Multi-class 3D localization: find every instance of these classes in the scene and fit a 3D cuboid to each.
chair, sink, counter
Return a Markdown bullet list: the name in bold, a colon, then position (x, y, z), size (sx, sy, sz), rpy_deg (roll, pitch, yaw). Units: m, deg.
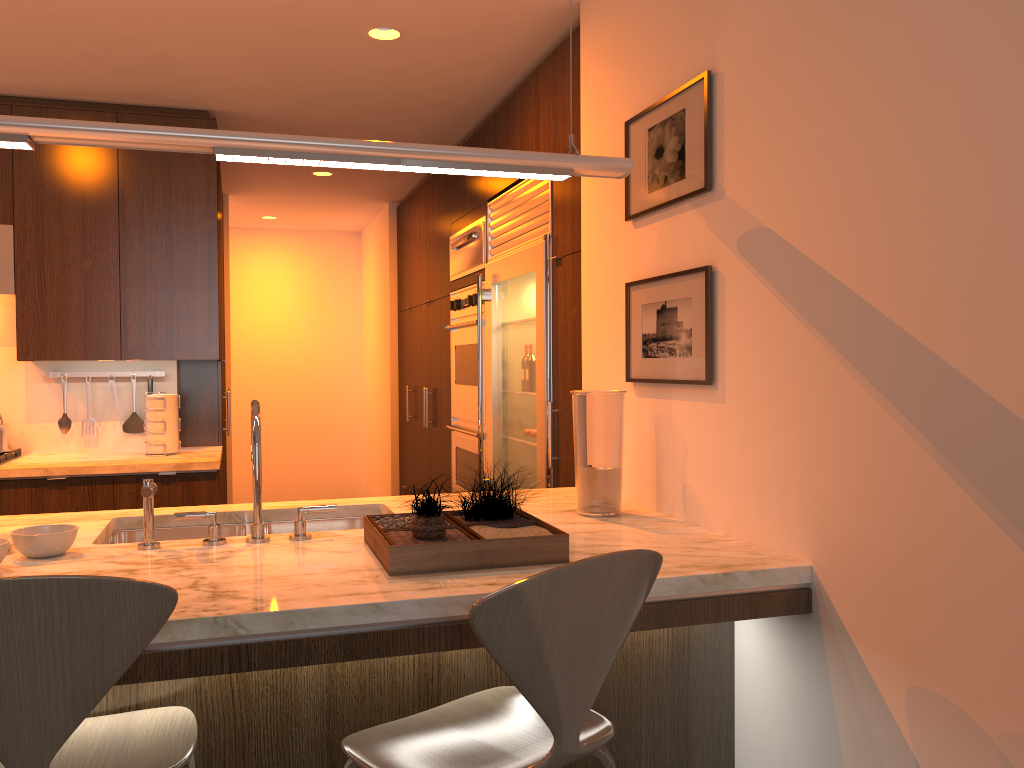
- **chair**: position (-0.022, 0.782, 1.556), size (0.520, 1.047, 0.506), rpy_deg (-1, 2, -42)
- **sink**: position (-0.701, 0.502, 2.431), size (0.813, 0.176, 0.457), rpy_deg (-1, 1, -17)
- **counter**: position (-0.855, 0.404, 2.070), size (2.711, 0.038, 1.280), rpy_deg (-1, 1, -17)
- **counter**: position (-3.020, 0.390, 3.380), size (3.616, 0.038, 3.187), rpy_deg (-1, 1, -17)
- **chair**: position (-0.768, 0.789, 1.487), size (0.520, 1.047, 0.506), rpy_deg (-1, 1, -17)

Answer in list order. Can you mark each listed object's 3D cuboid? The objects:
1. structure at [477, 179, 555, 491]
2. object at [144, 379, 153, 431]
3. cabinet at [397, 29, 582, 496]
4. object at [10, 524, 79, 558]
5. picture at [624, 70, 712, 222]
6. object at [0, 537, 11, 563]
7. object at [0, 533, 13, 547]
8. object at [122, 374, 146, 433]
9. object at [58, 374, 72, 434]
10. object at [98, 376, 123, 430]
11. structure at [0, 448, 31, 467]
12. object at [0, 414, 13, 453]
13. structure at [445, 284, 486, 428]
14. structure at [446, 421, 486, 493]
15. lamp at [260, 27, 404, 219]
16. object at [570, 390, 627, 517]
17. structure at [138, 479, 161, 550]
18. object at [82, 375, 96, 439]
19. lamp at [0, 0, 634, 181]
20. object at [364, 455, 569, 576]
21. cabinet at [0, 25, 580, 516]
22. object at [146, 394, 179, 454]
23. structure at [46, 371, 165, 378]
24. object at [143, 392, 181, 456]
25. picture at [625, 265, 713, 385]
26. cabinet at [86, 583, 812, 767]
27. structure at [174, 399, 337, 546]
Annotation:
- **structure**: position (0.282, 0.186, 4.011), size (0.687, 2.129, 0.915), rpy_deg (-1, 1, -17)
- **object**: position (-1.830, 0.114, 4.489), size (0.063, 0.281, 0.063), rpy_deg (-1, 2, -40)
- **cabinet**: position (-0.008, -0.041, 5.064), size (0.690, 2.540, 3.924), rpy_deg (-1, 1, -17)
- **object**: position (-1.056, 0.358, 2.006), size (0.139, 0.059, 0.138), rpy_deg (0, 1, 8)
- **picture**: position (0.419, -0.637, 2.447), size (0.012, 0.298, 0.493), rpy_deg (-1, 1, -17)
- **object**: position (-1.125, 0.362, 1.850), size (0.139, 0.059, 0.138), rpy_deg (0, 1, 8)
- **object**: position (-1.304, 0.379, 2.025), size (0.310, 0.021, 0.309), rpy_deg (-1, 1, -17)
- **object**: position (-1.909, 0.100, 4.481), size (0.112, 0.303, 0.036), rpy_deg (-1, 1, -17)
- **object**: position (-2.205, 0.100, 4.370), size (0.061, 0.296, 0.020), rpy_deg (-1, 1, -19)
- **object**: position (-2.009, 0.094, 4.433), size (0.114, 0.271, 0.008), rpy_deg (-1, 1, -17)
- **structure**: position (-2.794, 0.344, 3.937), size (1.067, 0.422, 0.824), rpy_deg (-1, 1, -17)
- **object**: position (-2.478, 0.211, 4.179), size (0.221, 0.218, 0.221), rpy_deg (-1, 1, -32)
- **structure**: position (0.051, 0.130, 4.840), size (0.687, 1.294, 0.743), rpy_deg (-1, 1, -17)
- **structure**: position (-0.244, 0.489, 4.755), size (0.064, 0.544, 0.710), rpy_deg (-1, 1, -17)
- **lamp**: position (-8.704, -1.332, 2.387), size (16.431, 0.171, 5.868), rpy_deg (-1, 1, -17)
- **object**: position (0.245, 0.194, 2.509), size (0.159, 0.349, 0.159), rpy_deg (-2, 2, -43)
- **structure**: position (-0.851, 0.304, 2.076), size (0.050, 0.161, 0.067), rpy_deg (-1, 1, -17)
- **object**: position (-2.103, 0.114, 4.406), size (0.066, 0.314, 0.004), rpy_deg (-1, 1, -17)
- **lamp**: position (-0.878, -0.908, 2.001), size (2.465, 0.765, 0.120), rpy_deg (-1, 1, -17)
- **object**: position (-0.079, 0.264, 2.081), size (0.497, 0.231, 0.503), rpy_deg (-1, 1, -17)
- **cabinet**: position (-1.753, -0.203, 2.528), size (5.521, 2.997, 7.728), rpy_deg (-1, 1, -17)
- **object**: position (-1.696, 0.193, 4.303), size (0.144, 0.286, 0.149), rpy_deg (-1, 2, -35)
- **structure**: position (-2.026, -0.049, 4.432), size (0.541, 0.031, 0.048), rpy_deg (-1, 1, -14)
- **object**: position (-1.705, 0.191, 4.308), size (0.160, 0.304, 0.168), rpy_deg (0, 1, 27)
- **picture**: position (0.423, -0.151, 2.455), size (0.012, 0.300, 0.496), rpy_deg (-1, 1, -17)
- **cabinet**: position (-0.852, 0.861, 2.079), size (2.713, 0.876, 1.281), rpy_deg (-1, 1, -17)
- **structure**: position (-0.605, 0.211, 2.186), size (0.310, 0.341, 0.321), rpy_deg (0, 1, 20)
